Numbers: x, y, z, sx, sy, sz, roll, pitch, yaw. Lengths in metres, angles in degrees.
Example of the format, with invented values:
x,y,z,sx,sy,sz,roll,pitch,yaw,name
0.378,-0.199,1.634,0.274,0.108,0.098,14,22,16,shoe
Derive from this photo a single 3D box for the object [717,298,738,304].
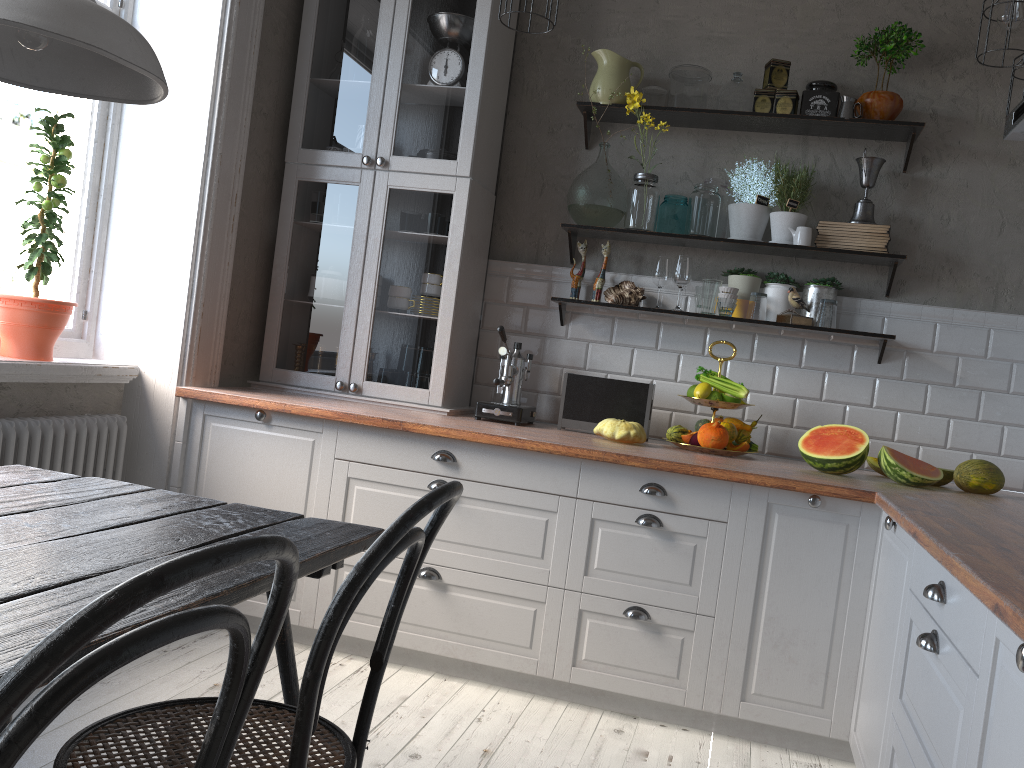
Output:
x,y,z,sx,sy,sz,roll,pitch,yaw,name
0.830,-0.303,3.425,0.077,0.051,0.077,8,2,7,object

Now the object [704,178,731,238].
x,y,z,sx,sy,sz,roll,pitch,yaw,name
0.817,-0.698,3.619,0.130,0.264,0.133,8,2,19,object

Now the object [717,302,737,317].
x,y,z,sx,sy,sz,roll,pitch,yaw,name
0.828,-0.286,3.425,0.077,0.051,0.077,8,2,7,object

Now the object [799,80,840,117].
x,y,z,sx,sy,sz,roll,pitch,yaw,name
1.200,-1.087,3.460,0.140,0.174,0.143,8,2,14,object

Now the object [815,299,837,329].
x,y,z,sx,sy,sz,roll,pitch,yaw,name
1.198,-0.266,3.369,0.077,0.108,0.078,8,2,8,object

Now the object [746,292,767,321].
x,y,z,sx,sy,sz,roll,pitch,yaw,name
0.957,-0.299,3.452,0.077,0.108,0.078,8,2,8,object

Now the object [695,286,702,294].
x,y,z,sx,sy,sz,roll,pitch,yaw,name
0.771,-0.347,3.561,0.076,0.083,0.079,8,2,32,object

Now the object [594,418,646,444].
x,y,z,sx,sy,sz,roll,pitch,yaw,name
0.399,0.171,3.243,0.195,0.083,0.191,8,2,14,object

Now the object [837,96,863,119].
x,y,z,sx,sy,sz,roll,pitch,yaw,name
1.275,-1.034,3.340,0.092,0.096,0.075,8,2,14,object

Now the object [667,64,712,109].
x,y,z,sx,sy,sz,roll,pitch,yaw,name
0.702,-1.158,3.535,0.175,0.184,0.168,6,2,-37,object

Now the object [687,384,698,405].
x,y,z,sx,sy,sz,roll,pitch,yaw,name
0.709,0.041,3.350,0.096,0.078,0.101,7,2,1,object

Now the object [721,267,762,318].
x,y,z,sx,sy,sz,roll,pitch,yaw,name
0.906,-0.364,3.538,0.157,0.217,0.155,7,2,-6,object

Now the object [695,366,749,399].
x,y,z,sx,sy,sz,roll,pitch,yaw,name
0.783,-0.007,3.300,0.208,0.101,0.068,8,2,20,object

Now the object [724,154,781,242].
x,y,z,sx,sy,sz,roll,pitch,yaw,name
0.964,-0.724,3.522,0.240,0.354,0.239,8,2,32,object

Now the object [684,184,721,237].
x,y,z,sx,sy,sz,roll,pitch,yaw,name
0.752,-0.674,3.478,0.122,0.206,0.127,8,2,37,object

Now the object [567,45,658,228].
x,y,z,sx,sy,sz,roll,pitch,yaw,name
0.359,-0.966,3.561,0.338,0.674,0.334,7,2,-18,object

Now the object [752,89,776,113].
x,y,z,sx,sy,sz,roll,pitch,yaw,name
0.982,-1.084,3.462,0.082,0.113,0.083,8,2,14,object

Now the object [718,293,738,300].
x,y,z,sx,sy,sz,roll,pitch,yaw,name
0.832,-0.320,3.424,0.076,0.051,0.079,8,2,33,object

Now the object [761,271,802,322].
x,y,z,sx,sy,sz,roll,pitch,yaw,name
1.057,-0.339,3.512,0.170,0.214,0.150,9,2,44,object

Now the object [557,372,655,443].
x,y,z,sx,sy,sz,roll,pitch,yaw,name
0.368,0.089,3.461,0.348,0.226,0.089,8,1,13,object

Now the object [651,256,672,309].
x,y,z,sx,sy,sz,roll,pitch,yaw,name
0.601,-0.404,3.586,0.082,0.217,0.082,7,1,0,object

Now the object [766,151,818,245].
x,y,z,sx,sy,sz,roll,pitch,yaw,name
1.079,-0.718,3.442,0.187,0.380,0.166,7,2,-25,object

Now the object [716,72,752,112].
x,y,z,sx,sy,sz,roll,pitch,yaw,name
0.901,-1.152,3.586,0.142,0.220,0.137,7,2,-26,object

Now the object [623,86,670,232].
x,y,z,sx,sy,sz,roll,pitch,yaw,name
0.505,-0.876,3.480,0.191,0.540,0.282,7,1,6,object

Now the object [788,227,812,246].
x,y,z,sx,sy,sz,roll,pitch,yaw,name
1.106,-0.558,3.369,0.104,0.071,0.064,9,2,44,object

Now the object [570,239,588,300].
x,y,z,sx,sy,sz,roll,pitch,yaw,name
0.274,-0.469,3.663,0.054,0.264,0.061,7,1,-15,object

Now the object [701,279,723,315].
x,y,z,sx,sy,sz,roll,pitch,yaw,name
0.780,-0.338,3.481,0.079,0.139,0.078,7,2,-13,object

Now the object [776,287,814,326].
x,y,z,sx,sy,sz,roll,pitch,yaw,name
1.101,-0.296,3.410,0.120,0.147,0.099,7,2,-18,object

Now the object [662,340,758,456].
x,y,z,sx,sy,sz,roll,pitch,yaw,name
0.769,0.047,3.331,0.352,0.425,0.351,7,2,-1,object

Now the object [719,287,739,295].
x,y,z,sx,sy,sz,roll,pitch,yaw,name
0.836,-0.346,3.424,0.077,0.051,0.077,7,2,0,object

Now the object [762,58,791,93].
x,y,z,sx,sy,sz,roll,pitch,yaw,name
1.026,-1.191,3.440,0.083,0.113,0.082,7,2,-6,object

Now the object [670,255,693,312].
x,y,z,sx,sy,sz,roll,pitch,yaw,name
0.662,-0.392,3.475,0.082,0.217,0.082,7,1,0,object

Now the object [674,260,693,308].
x,y,z,sx,sy,sz,roll,pitch,yaw,name
0.683,-0.392,3.563,0.082,0.217,0.082,7,1,0,object

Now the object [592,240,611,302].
x,y,z,sx,sy,sz,roll,pitch,yaw,name
0.371,-0.455,3.624,0.063,0.264,0.052,6,2,-40,object

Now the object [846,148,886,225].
x,y,z,sx,sy,sz,roll,pitch,yaw,name
1.362,-0.744,3.401,0.131,0.287,0.130,7,1,-1,object

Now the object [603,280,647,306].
x,y,z,sx,sy,sz,roll,pitch,yaw,name
0.453,-0.368,3.579,0.178,0.111,0.095,7,2,-9,object

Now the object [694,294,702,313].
x,y,z,sx,sy,sz,roll,pitch,yaw,name
0.767,-0.314,3.562,0.076,0.083,0.079,8,2,32,object

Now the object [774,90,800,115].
x,y,z,sx,sy,sz,roll,pitch,yaw,name
1.065,-1.073,3.439,0.081,0.113,0.084,8,2,24,object

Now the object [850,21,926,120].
x,y,z,sx,sy,sz,roll,pitch,yaw,name
1.425,-1.167,3.359,0.255,0.397,0.246,9,2,39,object

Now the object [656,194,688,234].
x,y,z,sx,sy,sz,roll,pitch,yaw,name
0.655,-0.673,3.593,0.124,0.172,0.127,8,2,18,object

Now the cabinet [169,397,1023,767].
x,y,z,sx,sy,sz,roll,pitch,yaw,name
0.520,0.695,2.086,2.025,0.854,4.118,6,2,-29,cabinet

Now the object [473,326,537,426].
x,y,z,sx,sy,sz,roll,pitch,yaw,name
-0.018,-0.033,3.461,0.204,0.370,0.357,8,2,15,object

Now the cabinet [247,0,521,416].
x,y,z,sx,sy,sz,roll,pitch,yaw,name
-0.494,-0.859,3.687,0.871,1.920,0.391,8,1,13,cabinet

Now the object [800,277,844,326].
x,y,z,sx,sy,sz,roll,pitch,yaw,name
1.217,-0.316,3.483,0.157,0.213,0.154,8,2,12,object

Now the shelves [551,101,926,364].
x,y,z,sx,sy,sz,roll,pitch,yaw,name
0.858,-0.587,3.515,1.304,0.923,0.231,8,1,13,shelves
